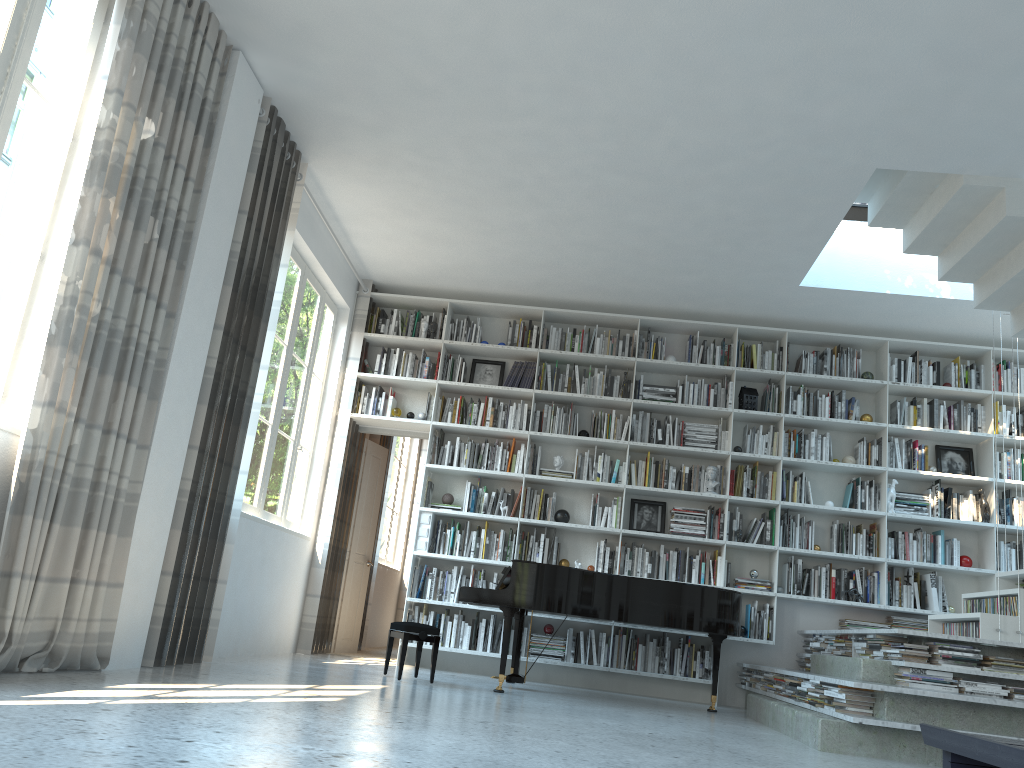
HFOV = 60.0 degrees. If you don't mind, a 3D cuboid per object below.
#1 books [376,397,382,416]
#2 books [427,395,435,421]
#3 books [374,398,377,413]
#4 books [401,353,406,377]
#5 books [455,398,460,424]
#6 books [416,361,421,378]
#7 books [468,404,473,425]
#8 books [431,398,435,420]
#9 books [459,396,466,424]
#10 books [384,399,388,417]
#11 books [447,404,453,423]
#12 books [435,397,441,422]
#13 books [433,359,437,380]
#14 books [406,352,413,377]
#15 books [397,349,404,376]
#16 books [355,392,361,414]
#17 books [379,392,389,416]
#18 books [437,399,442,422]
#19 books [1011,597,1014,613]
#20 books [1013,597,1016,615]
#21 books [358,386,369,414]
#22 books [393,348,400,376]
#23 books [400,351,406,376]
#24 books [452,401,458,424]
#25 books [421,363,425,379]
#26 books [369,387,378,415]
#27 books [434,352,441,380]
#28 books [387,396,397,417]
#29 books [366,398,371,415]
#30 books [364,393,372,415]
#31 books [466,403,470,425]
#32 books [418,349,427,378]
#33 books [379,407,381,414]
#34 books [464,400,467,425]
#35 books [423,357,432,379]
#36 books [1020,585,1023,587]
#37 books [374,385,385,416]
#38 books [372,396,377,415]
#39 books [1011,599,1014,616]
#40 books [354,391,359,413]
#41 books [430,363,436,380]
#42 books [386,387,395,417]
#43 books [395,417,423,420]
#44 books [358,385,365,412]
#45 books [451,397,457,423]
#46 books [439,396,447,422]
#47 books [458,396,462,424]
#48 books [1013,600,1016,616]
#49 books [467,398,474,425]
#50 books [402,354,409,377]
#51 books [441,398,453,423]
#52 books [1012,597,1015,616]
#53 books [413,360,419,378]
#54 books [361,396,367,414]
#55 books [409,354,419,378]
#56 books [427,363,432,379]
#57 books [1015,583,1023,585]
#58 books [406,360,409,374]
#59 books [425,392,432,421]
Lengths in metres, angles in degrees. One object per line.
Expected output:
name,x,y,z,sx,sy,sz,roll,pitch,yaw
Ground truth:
books,-1.160,0.233,7.829,0.024,0.192,0.181,6,-15,5
books,-0.708,0.246,7.821,0.044,0.268,0.134,6,-15,5
books,-1.189,0.225,7.838,0.011,0.205,0.163,6,-15,5
books,-0.955,-0.131,7.912,0.012,0.248,0.192,6,-15,5
books,-0.470,0.270,7.775,0.014,0.252,0.187,6,-15,5
books,-0.822,-0.086,7.917,0.029,0.197,0.144,6,-15,5
books,-0.357,0.298,7.759,0.014,0.217,0.164,6,-15,5
books,-0.672,0.257,7.762,0.021,0.224,0.232,6,-15,5
books,-0.437,0.260,7.768,0.011,0.276,0.164,6,-15,5
books,-1.101,0.245,7.846,0.029,0.191,0.135,6,-15,5
books,-0.534,0.289,7.763,0.026,0.194,0.176,6,-15,5
books,-0.643,0.257,7.805,0.012,0.253,0.161,6,-15,5
books,-0.673,-0.091,7.906,0.014,0.235,0.144,6,-15,5
books,-0.904,-0.132,7.907,0.025,0.260,0.167,6,-15,5
books,-0.990,-0.152,7.929,0.037,0.291,0.156,6,-15,5
books,-1.348,0.200,7.850,0.013,0.221,0.163,6,-15,5
books,-1.125,0.210,7.814,0.021,0.236,0.189,6,-15,5
books,-0.628,0.267,7.792,0.022,0.232,0.151,6,-15,5
books,3.212,1.407,5.572,0.125,0.123,0.035,6,-15,5
books,3.211,1.401,5.549,0.125,0.123,0.034,6,-15,5
books,-1.314,0.175,7.855,0.023,0.281,0.171,6,-15,5
books,-1.020,-0.158,7.912,0.021,0.285,0.179,6,-15,5
books,-0.967,-0.141,7.916,0.013,0.268,0.162,6,-15,5
books,-0.493,0.280,7.775,0.030,0.229,0.172,6,-15,5
books,-0.782,-0.078,7.902,0.031,0.182,0.151,6,-15,5
books,-1.224,0.186,7.855,0.022,0.280,0.157,6,-15,5
books,-0.656,-0.121,7.900,0.014,0.293,0.173,6,-15,5
books,-1.060,0.231,7.812,0.029,0.210,0.187,6,-15,5
books,-1.254,0.234,7.861,0.029,0.184,0.135,6,-15,5
books,-1.273,0.208,7.843,0.010,0.219,0.182,6,-15,5
books,-0.381,0.294,7.778,0.012,0.230,0.150,6,-15,5
books,-0.797,-0.142,7.904,0.012,0.302,0.189,6,-15,5
books,-1.140,0.216,7.840,0.010,0.233,0.165,6,-15,5
books,-0.409,0.281,7.779,0.047,0.249,0.134,6,-15,5
books,-0.750,-0.103,7.884,0.029,0.228,0.192,6,-15,5
books,3.668,1.408,6.163,0.159,0.009,0.208,7,-15,1
books,-1.173,0.177,7.831,0.013,0.296,0.188,6,-15,5
books,-1.204,0.225,7.860,0.023,0.213,0.141,6,-15,5
books,3.213,1.409,5.580,0.125,0.123,0.034,6,-15,5
books,-1.361,0.196,7.851,0.013,0.227,0.179,6,-15,5
books,-0.696,-0.074,7.888,0.026,0.187,0.154,6,-15,5
books,-1.075,0.190,7.838,0.013,0.298,0.179,6,-15,5
books,-0.904,0.324,7.799,0.285,0.012,0.160,5,-15,7
books,-1.329,0.169,7.881,0.013,0.302,0.135,6,-15,5
books,-0.511,0.263,7.785,0.010,0.262,0.151,6,-15,5
books,-0.610,0.251,7.786,0.012,0.262,0.181,6,-15,5
books,-0.452,0.260,7.780,0.020,0.280,0.165,6,-15,5
books,3.211,1.403,5.556,0.125,0.123,0.034,6,-15,5
books,-0.366,0.272,7.779,0.012,0.276,0.151,6,-15,5
books,-0.939,-0.127,7.910,0.021,0.243,0.174,6,-15,5
books,-0.573,0.262,7.798,0.062,0.257,0.153,6,-15,5
books,3.212,1.405,5.564,0.125,0.122,0.037,6,-15,5
books,-0.850,-0.098,7.913,0.028,0.211,0.139,6,-15,5
books,-1.293,0.220,7.850,0.029,0.196,0.161,6,-15,5
books,-0.878,-0.125,7.903,0.030,0.250,0.166,6,-15,5
books,-0.722,-0.076,7.905,0.029,0.195,0.146,6,-15,5
books,3.651,1.399,6.166,0.198,0.006,0.189,7,-15,2
books,-0.922,-0.111,7.935,0.011,0.230,0.135,6,-15,5
books,-0.737,0.230,7.806,0.012,0.284,0.160,6,-15,5
